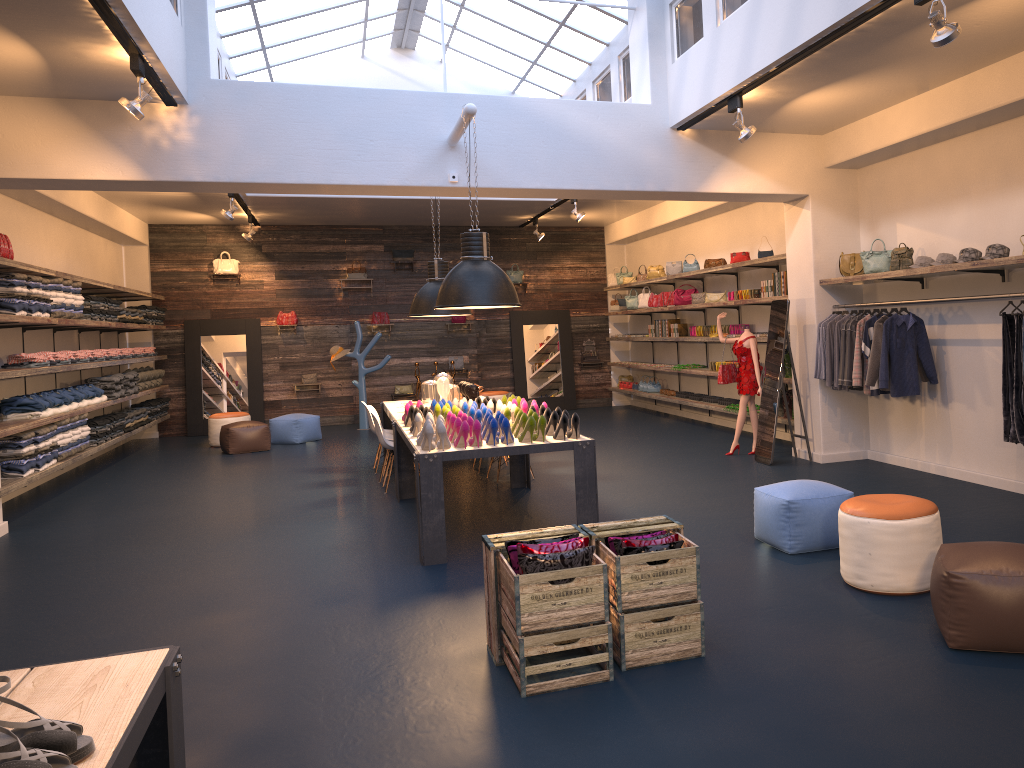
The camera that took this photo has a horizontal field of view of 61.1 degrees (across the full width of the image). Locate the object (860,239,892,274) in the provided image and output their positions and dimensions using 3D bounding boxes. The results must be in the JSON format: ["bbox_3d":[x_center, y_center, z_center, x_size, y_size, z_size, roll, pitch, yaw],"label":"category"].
[{"bbox_3d":[3.699,-1.285,8.768,0.349,0.367,0.185,-2,1,20],"label":"object"}]

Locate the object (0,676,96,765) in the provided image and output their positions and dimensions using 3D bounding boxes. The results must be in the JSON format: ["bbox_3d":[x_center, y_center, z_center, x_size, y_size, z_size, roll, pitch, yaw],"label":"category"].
[{"bbox_3d":[-0.947,0.613,1.631,0.294,0.223,0.113,-3,1,-18],"label":"object"}]

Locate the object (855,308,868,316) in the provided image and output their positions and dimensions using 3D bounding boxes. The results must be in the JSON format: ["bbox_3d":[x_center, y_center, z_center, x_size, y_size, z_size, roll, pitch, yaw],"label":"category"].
[{"bbox_3d":[3.549,-0.711,8.808,0.454,0.219,0.009,-3,0,-19],"label":"object"}]

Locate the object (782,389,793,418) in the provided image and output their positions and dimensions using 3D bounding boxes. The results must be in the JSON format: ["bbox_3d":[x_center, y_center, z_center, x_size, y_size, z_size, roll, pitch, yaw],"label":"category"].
[{"bbox_3d":[3.370,0.227,10.349,0.361,0.356,0.154,-3,1,-18],"label":"object"}]

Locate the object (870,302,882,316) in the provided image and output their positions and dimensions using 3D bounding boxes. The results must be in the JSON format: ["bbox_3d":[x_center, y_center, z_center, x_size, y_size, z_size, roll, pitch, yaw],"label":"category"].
[{"bbox_3d":[3.606,-0.702,8.592,0.454,0.219,0.009,-3,0,-19],"label":"object"}]

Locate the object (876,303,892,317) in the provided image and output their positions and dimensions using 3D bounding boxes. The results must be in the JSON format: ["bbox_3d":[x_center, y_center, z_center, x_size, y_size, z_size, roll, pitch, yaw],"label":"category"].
[{"bbox_3d":[3.630,-0.696,8.478,0.454,0.219,0.009,-3,0,-19],"label":"object"}]

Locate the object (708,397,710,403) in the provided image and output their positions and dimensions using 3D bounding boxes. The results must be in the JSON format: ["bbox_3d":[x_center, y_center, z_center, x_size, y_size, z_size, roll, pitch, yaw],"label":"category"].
[{"bbox_3d":[2.956,0.227,12.696,0.179,0.087,0.068,-1,1,14],"label":"object"}]

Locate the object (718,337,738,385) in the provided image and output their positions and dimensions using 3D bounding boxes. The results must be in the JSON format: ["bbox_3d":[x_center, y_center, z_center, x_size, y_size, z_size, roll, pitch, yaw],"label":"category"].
[{"bbox_3d":[2.556,-0.280,10.285,0.346,0.553,0.083,-3,1,-40],"label":"object"}]

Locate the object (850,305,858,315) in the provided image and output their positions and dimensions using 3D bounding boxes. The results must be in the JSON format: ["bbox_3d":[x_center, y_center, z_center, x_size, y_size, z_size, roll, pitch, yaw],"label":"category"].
[{"bbox_3d":[3.523,-0.719,8.941,0.454,0.219,0.009,-3,0,-19],"label":"object"}]

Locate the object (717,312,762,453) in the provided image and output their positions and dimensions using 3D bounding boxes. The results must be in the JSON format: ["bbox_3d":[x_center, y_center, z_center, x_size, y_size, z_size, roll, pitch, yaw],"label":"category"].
[{"bbox_3d":[2.722,-0.015,10.081,0.374,1.664,0.686,-2,0,-36],"label":"object"}]

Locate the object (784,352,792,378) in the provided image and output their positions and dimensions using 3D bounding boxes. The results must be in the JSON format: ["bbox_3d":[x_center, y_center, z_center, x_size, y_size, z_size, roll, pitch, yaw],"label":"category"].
[{"bbox_3d":[3.356,-0.253,10.247,0.361,0.356,0.154,-3,1,-18],"label":"object"}]

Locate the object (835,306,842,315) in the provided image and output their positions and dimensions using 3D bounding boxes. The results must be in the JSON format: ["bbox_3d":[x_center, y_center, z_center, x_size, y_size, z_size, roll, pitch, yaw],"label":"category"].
[{"bbox_3d":[3.467,-0.731,9.204,0.454,0.219,0.009,-3,0,-19],"label":"object"}]

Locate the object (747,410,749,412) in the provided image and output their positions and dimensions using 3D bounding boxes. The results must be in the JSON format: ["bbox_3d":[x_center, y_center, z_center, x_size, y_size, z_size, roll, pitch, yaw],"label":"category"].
[{"bbox_3d":[3.069,0.354,11.168,0.249,0.058,0.078,-3,3,-23],"label":"object"}]

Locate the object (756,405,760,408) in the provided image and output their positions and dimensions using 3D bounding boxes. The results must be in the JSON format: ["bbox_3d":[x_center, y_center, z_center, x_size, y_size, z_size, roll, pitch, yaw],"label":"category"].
[{"bbox_3d":[3.271,0.305,11.404,0.226,0.053,0.088,-1,3,14],"label":"object"}]

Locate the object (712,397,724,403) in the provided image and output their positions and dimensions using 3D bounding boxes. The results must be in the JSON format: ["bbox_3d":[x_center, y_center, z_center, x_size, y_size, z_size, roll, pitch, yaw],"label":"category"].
[{"bbox_3d":[2.981,0.233,12.569,0.175,0.087,0.070,-1,2,24],"label":"object"}]

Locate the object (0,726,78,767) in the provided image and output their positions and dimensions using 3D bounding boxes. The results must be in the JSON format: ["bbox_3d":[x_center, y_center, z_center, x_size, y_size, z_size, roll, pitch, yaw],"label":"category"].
[{"bbox_3d":[-0.917,0.619,1.507,0.293,0.223,0.113,-3,1,-17],"label":"object"}]

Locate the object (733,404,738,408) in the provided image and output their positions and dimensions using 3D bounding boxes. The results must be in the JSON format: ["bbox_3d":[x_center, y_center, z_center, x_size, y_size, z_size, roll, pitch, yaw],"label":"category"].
[{"bbox_3d":[3.068,0.298,11.657,0.244,0.068,0.080,-3,2,-12],"label":"object"}]

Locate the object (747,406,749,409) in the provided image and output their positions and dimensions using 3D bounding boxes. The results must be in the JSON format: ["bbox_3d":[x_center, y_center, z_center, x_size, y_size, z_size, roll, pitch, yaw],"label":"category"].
[{"bbox_3d":[3.106,0.316,11.322,0.246,0.063,0.080,-3,2,-14],"label":"object"}]

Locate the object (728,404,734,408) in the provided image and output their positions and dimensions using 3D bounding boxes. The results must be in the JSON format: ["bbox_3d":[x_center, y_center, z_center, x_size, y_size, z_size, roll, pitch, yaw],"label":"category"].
[{"bbox_3d":[3.023,0.294,11.737,0.246,0.063,0.080,-3,2,-14],"label":"object"}]

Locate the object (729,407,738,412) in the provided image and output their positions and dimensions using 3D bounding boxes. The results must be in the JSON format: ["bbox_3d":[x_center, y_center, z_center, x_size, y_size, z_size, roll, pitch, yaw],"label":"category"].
[{"bbox_3d":[2.985,0.332,11.585,0.249,0.058,0.078,-3,3,-23],"label":"object"}]

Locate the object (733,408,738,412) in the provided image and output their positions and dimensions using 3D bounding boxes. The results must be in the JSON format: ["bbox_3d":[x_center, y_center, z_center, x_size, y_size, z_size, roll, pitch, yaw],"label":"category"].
[{"bbox_3d":[3.016,0.336,11.505,0.249,0.058,0.078,-3,3,-23],"label":"object"}]

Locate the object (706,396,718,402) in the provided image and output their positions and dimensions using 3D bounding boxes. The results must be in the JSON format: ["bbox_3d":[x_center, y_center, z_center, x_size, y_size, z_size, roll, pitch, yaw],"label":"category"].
[{"bbox_3d":[2.944,0.223,12.763,0.179,0.087,0.068,-1,1,14],"label":"object"}]

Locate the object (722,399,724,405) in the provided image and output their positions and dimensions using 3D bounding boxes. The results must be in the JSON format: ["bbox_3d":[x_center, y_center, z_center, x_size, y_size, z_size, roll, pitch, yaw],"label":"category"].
[{"bbox_3d":[3.047,0.251,12.237,0.184,0.087,0.067,-2,1,5],"label":"object"}]

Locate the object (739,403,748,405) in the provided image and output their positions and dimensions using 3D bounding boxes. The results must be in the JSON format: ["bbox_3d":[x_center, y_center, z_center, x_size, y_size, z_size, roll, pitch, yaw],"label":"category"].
[{"bbox_3d":[3.187,0.283,11.820,0.226,0.053,0.088,-1,3,14],"label":"object"}]

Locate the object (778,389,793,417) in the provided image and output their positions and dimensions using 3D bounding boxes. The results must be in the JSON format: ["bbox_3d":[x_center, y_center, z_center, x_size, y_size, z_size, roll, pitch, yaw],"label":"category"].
[{"bbox_3d":[3.365,0.224,10.543,0.388,0.339,0.210,-3,1,-10],"label":"object"}]

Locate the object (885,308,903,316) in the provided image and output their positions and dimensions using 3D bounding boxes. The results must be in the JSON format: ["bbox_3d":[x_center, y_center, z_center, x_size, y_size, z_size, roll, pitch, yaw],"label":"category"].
[{"bbox_3d":[3.656,-0.684,8.301,0.454,0.219,0.009,-3,0,-19],"label":"object"}]

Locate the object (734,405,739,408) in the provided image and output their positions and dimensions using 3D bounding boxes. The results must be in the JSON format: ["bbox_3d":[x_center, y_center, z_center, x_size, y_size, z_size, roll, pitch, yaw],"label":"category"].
[{"bbox_3d":[3.058,0.302,11.567,0.244,0.064,0.082,-3,2,-11],"label":"object"}]

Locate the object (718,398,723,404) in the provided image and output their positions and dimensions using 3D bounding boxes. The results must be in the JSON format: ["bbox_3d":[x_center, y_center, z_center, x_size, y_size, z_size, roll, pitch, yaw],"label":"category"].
[{"bbox_3d":[3.022,0.244,12.366,0.187,0.087,0.065,-2,1,-2],"label":"object"}]

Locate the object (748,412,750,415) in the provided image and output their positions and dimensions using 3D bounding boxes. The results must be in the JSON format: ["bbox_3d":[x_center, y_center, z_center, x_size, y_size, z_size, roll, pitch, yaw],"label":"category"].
[{"bbox_3d":[3.099,0.358,11.088,0.249,0.058,0.078,-3,3,-23],"label":"object"}]

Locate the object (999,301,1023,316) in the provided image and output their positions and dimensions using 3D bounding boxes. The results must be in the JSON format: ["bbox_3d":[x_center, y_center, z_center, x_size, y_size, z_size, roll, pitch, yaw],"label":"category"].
[{"bbox_3d":[3.941,-0.630,6.860,0.245,0.177,0.014,-3,0,-19],"label":"object"}]

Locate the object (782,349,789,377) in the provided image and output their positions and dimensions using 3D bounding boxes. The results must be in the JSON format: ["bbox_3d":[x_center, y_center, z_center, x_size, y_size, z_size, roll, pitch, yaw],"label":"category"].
[{"bbox_3d":[3.351,-0.256,10.441,0.388,0.339,0.210,-3,1,-10],"label":"object"}]

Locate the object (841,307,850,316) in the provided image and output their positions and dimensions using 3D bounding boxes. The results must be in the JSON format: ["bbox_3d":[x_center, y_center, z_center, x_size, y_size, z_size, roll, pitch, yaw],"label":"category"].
[{"bbox_3d":[3.493,-0.727,9.092,0.454,0.219,0.009,-3,0,-19],"label":"object"}]

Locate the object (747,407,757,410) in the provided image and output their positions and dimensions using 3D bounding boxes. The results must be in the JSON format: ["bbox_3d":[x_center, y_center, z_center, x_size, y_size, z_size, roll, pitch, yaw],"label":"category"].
[{"bbox_3d":[3.152,0.319,11.241,0.244,0.068,0.080,-3,2,-12],"label":"object"}]

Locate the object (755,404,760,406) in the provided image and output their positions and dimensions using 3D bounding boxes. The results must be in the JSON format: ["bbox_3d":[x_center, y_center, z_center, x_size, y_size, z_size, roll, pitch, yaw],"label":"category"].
[{"bbox_3d":[3.271,0.296,11.544,0.257,0.067,0.077,-5,3,-38],"label":"object"}]

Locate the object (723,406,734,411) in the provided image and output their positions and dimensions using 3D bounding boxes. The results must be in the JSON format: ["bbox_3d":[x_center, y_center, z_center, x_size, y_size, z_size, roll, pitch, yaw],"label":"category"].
[{"bbox_3d":[2.956,0.323,11.760,0.249,0.058,0.078,-3,3,-23],"label":"object"}]

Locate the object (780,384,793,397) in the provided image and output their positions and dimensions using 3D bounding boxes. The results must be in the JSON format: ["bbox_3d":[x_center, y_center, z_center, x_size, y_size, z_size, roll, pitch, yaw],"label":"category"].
[{"bbox_3d":[3.346,0.189,10.711,0.382,0.390,0.175,-2,1,-4],"label":"object"}]

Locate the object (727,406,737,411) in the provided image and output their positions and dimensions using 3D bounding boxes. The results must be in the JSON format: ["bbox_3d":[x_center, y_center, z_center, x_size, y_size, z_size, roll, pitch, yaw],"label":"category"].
[{"bbox_3d":[2.982,0.327,11.675,0.249,0.058,0.078,-3,3,-23],"label":"object"}]

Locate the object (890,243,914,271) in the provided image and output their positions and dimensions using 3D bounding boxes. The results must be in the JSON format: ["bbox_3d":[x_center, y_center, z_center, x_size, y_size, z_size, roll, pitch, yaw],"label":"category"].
[{"bbox_3d":[3.752,-1.220,8.394,0.245,0.284,0.372,-2,2,4],"label":"object"}]

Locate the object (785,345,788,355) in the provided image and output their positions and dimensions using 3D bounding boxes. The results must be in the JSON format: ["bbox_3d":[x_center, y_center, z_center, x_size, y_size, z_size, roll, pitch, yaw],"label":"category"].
[{"bbox_3d":[3.332,-0.291,10.609,0.382,0.390,0.176,-2,1,-4],"label":"object"}]

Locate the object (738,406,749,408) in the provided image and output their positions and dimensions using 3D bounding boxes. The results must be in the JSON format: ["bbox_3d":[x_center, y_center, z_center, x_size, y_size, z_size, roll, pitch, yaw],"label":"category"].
[{"bbox_3d":[3.102,0.306,11.486,0.245,0.067,0.081,-3,2,-12],"label":"object"}]

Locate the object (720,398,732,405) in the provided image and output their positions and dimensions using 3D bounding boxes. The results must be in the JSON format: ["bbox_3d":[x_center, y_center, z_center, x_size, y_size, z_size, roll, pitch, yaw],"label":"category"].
[{"bbox_3d":[3.034,0.247,12.303,0.188,0.087,0.065,-2,1,-3],"label":"object"}]

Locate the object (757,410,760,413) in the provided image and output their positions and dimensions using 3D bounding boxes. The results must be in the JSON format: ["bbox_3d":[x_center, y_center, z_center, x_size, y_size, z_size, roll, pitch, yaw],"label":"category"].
[{"bbox_3d":[3.103,0.363,10.998,0.249,0.058,0.078,-3,3,-23],"label":"object"}]

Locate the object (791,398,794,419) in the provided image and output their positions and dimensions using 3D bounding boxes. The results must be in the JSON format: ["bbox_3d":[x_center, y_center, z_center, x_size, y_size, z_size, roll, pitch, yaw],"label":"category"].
[{"bbox_3d":[3.431,0.242,10.212,0.389,0.339,0.209,-3,1,-11],"label":"object"}]

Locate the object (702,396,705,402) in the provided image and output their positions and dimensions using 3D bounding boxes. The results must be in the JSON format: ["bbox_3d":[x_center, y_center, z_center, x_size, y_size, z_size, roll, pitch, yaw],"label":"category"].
[{"bbox_3d":[2.918,0.216,12.891,0.182,0.087,0.067,-2,1,7],"label":"object"}]

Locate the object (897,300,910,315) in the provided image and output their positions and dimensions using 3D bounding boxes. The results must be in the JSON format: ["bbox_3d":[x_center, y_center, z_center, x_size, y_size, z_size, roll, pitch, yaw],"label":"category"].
[{"bbox_3d":[3.690,-0.679,8.183,0.454,0.219,0.009,-3,0,-19],"label":"object"}]

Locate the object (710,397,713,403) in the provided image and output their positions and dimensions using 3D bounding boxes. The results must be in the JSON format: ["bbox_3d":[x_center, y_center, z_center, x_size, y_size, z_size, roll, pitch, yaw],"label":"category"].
[{"bbox_3d":[2.969,0.230,12.633,0.177,0.087,0.069,-1,2,19],"label":"object"}]

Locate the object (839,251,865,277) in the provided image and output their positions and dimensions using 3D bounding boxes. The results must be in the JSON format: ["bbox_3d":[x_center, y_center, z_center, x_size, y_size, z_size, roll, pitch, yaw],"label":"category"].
[{"bbox_3d":[3.584,-1.250,9.081,0.309,0.284,0.210,-2,1,12],"label":"object"}]

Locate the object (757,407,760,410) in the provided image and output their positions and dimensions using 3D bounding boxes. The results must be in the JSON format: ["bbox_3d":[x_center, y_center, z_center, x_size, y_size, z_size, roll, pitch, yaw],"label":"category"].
[{"bbox_3d":[3.186,0.328,11.069,0.245,0.067,0.081,-3,2,-12],"label":"object"}]

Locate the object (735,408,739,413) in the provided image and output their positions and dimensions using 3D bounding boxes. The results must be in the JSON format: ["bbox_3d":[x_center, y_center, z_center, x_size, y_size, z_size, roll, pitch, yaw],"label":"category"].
[{"bbox_3d":[3.019,0.341,11.414,0.249,0.058,0.078,-3,3,-23],"label":"object"}]

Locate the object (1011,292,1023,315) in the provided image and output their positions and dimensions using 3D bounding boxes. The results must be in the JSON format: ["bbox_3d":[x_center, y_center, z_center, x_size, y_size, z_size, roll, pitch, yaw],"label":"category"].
[{"bbox_3d":[3.966,-0.623,6.738,0.245,0.177,0.014,-3,0,-19],"label":"object"}]

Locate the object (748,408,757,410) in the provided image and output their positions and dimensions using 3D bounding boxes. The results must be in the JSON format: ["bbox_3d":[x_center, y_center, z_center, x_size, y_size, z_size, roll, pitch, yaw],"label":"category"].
[{"bbox_3d":[3.141,0.324,11.151,0.244,0.064,0.082,-3,2,-11],"label":"object"}]

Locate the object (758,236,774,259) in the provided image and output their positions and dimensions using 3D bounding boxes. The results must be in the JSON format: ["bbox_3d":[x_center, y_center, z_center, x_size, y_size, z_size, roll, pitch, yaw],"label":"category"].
[{"bbox_3d":[3.132,-1.686,10.726,0.193,0.279,0.061,-2,0,13],"label":"object"}]

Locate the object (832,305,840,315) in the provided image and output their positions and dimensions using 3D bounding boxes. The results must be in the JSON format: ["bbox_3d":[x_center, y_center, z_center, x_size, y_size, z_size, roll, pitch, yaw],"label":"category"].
[{"bbox_3d":[3.454,-0.734,9.268,0.454,0.219,0.009,-3,0,-19],"label":"object"}]

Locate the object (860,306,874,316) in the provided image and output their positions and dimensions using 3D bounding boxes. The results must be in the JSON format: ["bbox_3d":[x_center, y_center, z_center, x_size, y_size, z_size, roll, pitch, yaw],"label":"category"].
[{"bbox_3d":[3.568,-0.706,8.716,0.454,0.219,0.009,-3,0,-19],"label":"object"}]

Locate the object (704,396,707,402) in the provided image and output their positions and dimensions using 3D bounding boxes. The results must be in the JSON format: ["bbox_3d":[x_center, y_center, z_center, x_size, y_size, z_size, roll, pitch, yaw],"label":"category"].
[{"bbox_3d":[2.930,0.220,12.828,0.180,0.087,0.068,-2,1,11],"label":"object"}]
